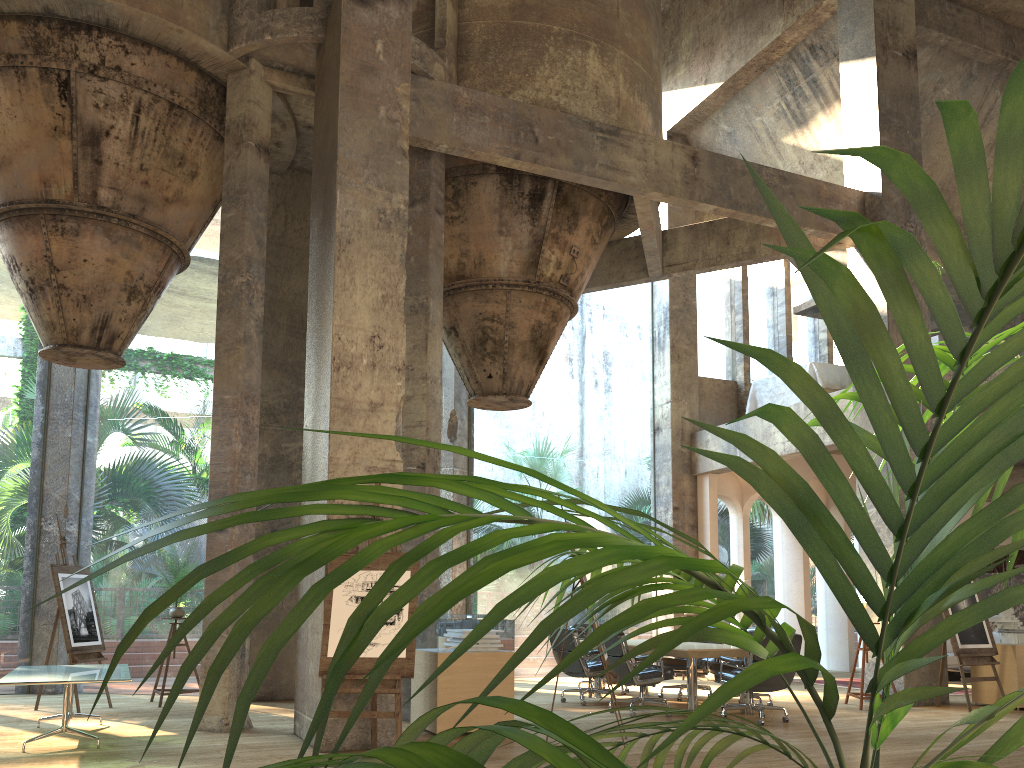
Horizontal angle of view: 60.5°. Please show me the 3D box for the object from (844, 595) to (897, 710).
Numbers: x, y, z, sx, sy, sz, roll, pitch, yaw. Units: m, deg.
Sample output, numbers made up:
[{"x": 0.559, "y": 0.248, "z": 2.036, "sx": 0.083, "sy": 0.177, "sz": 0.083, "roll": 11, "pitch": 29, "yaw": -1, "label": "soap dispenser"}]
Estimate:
[{"x": 4.054, "y": 3.098, "z": 10.219, "sx": 0.660, "sy": 1.273, "sz": 0.579, "roll": 4, "pitch": -9, "yaw": -24, "label": "object"}]

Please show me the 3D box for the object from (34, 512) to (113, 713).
[{"x": -4.718, "y": 2.445, "z": 9.445, "sx": 0.685, "sy": 2.107, "sz": 0.714, "roll": 0, "pitch": -7, "yaw": 5, "label": "object"}]

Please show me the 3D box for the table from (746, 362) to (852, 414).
[{"x": 4.578, "y": 0.221, "z": 13.986, "sx": 1.118, "sy": 0.785, "sz": 1.783, "roll": 5, "pitch": -14, "yaw": -23, "label": "table"}]

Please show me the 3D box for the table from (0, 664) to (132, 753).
[{"x": -3.805, "y": 2.748, "z": 7.538, "sx": 0.943, "sy": 0.535, "sz": 1.907, "roll": 6, "pitch": -14, "yaw": -23, "label": "table"}]

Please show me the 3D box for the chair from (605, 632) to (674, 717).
[{"x": 1.351, "y": 3.069, "z": 9.389, "sx": 0.822, "sy": 0.876, "sz": 0.743, "roll": 3, "pitch": -10, "yaw": -17, "label": "chair"}]

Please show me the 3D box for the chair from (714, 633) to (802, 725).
[{"x": 2.425, "y": 2.936, "z": 8.832, "sx": 0.733, "sy": 0.876, "sz": 0.834, "roll": 5, "pitch": -11, "yaw": -27, "label": "chair"}]

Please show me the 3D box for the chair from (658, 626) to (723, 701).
[{"x": 2.220, "y": 3.474, "z": 10.989, "sx": 0.735, "sy": 0.876, "sz": 0.831, "roll": -8, "pitch": -13, "yaw": 39, "label": "chair"}]

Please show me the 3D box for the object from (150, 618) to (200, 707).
[{"x": -3.792, "y": 3.182, "z": 10.120, "sx": 0.574, "sy": 0.954, "sz": 0.668, "roll": 5, "pitch": -10, "yaw": -30, "label": "object"}]

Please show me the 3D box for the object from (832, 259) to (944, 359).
[{"x": 5.300, "y": -0.719, "z": 12.239, "sx": 1.359, "sy": 1.775, "sz": 1.427, "roll": 3, "pitch": -10, "yaw": -18, "label": "object"}]

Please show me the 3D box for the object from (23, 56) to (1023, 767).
[{"x": 0.252, "y": 0.571, "z": 0.548, "sx": 1.136, "sy": 1.430, "sz": 1.107, "roll": 7, "pitch": -11, "yaw": -33, "label": "object"}]

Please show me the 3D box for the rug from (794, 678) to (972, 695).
[{"x": 5.355, "y": 4.334, "z": 12.594, "sx": 1.349, "sy": 0.009, "sz": 2.511, "roll": 6, "pitch": -15, "yaw": -23, "label": "rug"}]

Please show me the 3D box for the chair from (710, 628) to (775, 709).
[{"x": 2.662, "y": 3.250, "z": 10.084, "sx": 0.825, "sy": 0.876, "sz": 0.741, "roll": 6, "pitch": -11, "yaw": -30, "label": "chair"}]

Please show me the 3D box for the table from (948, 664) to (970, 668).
[{"x": 7.059, "y": 4.425, "z": 13.378, "sx": 0.371, "sy": 0.241, "sz": 0.876, "roll": 5, "pitch": -14, "yaw": -23, "label": "table"}]

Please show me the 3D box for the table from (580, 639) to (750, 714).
[{"x": 1.799, "y": 3.378, "z": 10.236, "sx": 1.107, "sy": 0.685, "sz": 2.457, "roll": 6, "pitch": -14, "yaw": -23, "label": "table"}]

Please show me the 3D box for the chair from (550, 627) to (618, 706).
[{"x": 0.895, "y": 3.320, "z": 10.402, "sx": 0.824, "sy": 0.876, "sz": 0.742, "roll": 5, "pitch": -11, "yaw": -23, "label": "chair"}]

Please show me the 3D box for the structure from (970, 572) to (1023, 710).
[{"x": 5.877, "y": 2.995, "z": 10.303, "sx": 0.746, "sy": 1.519, "sz": 0.603, "roll": 4, "pitch": -8, "yaw": -24, "label": "structure"}]

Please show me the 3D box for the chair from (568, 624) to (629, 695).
[{"x": 1.192, "y": 3.621, "z": 11.599, "sx": 0.733, "sy": 0.876, "sz": 0.834, "roll": 6, "pitch": -12, "yaw": -29, "label": "chair"}]

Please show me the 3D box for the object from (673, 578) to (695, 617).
[{"x": 2.738, "y": 3.223, "z": 13.946, "sx": 0.864, "sy": 0.922, "sz": 0.697, "roll": 7, "pitch": -11, "yaw": -33, "label": "object"}]

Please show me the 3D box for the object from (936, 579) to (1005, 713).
[{"x": 5.073, "y": 2.629, "z": 9.953, "sx": 0.704, "sy": 2.107, "sz": 0.694, "roll": 4, "pitch": -8, "yaw": -25, "label": "object"}]

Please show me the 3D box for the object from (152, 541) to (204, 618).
[{"x": -3.787, "y": 2.240, "z": 10.167, "sx": 0.859, "sy": 0.923, "sz": 0.702, "roll": 1, "pitch": -9, "yaw": -3, "label": "object"}]

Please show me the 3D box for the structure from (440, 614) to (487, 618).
[{"x": -0.666, "y": 3.587, "z": 11.754, "sx": 0.746, "sy": 0.996, "sz": 0.747, "roll": 4, "pitch": -10, "yaw": -24, "label": "structure"}]

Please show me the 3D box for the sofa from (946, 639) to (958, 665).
[{"x": 7.730, "y": 4.432, "z": 14.359, "sx": 2.935, "sy": 0.708, "sz": 2.104, "roll": 6, "pitch": -15, "yaw": -24, "label": "sofa"}]

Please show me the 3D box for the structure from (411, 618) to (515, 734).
[{"x": -0.465, "y": 2.680, "z": 8.123, "sx": 0.738, "sy": 0.996, "sz": 0.756, "roll": 4, "pitch": -10, "yaw": -24, "label": "structure"}]

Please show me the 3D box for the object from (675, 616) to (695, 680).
[{"x": 2.763, "y": 4.136, "z": 13.784, "sx": 0.661, "sy": 0.954, "sz": 0.579, "roll": -5, "pitch": -10, "yaw": 30, "label": "object"}]

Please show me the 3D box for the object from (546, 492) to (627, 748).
[{"x": 0.627, "y": 1.982, "z": 7.469, "sx": 0.685, "sy": 2.107, "sz": 0.714, "roll": -1, "pitch": -7, "yaw": 8, "label": "object"}]

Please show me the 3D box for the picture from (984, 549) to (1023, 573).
[{"x": 9.927, "y": 4.204, "z": 17.665, "sx": 1.507, "sy": 1.739, "sz": 0.070, "roll": 5, "pitch": -8, "yaw": -24, "label": "picture"}]

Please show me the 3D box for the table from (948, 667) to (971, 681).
[{"x": 7.396, "y": 4.485, "z": 13.525, "sx": 1.113, "sy": 0.199, "sz": 0.805, "roll": 6, "pitch": -15, "yaw": -24, "label": "table"}]

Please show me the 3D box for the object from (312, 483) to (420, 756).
[{"x": -1.054, "y": 1.757, "z": 6.606, "sx": 0.702, "sy": 2.107, "sz": 0.696, "roll": 0, "pitch": -7, "yaw": 2, "label": "object"}]

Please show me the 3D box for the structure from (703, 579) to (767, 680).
[{"x": 3.433, "y": 3.777, "z": 13.488, "sx": 0.746, "sy": 1.519, "sz": 0.603, "roll": 4, "pitch": -8, "yaw": -24, "label": "structure"}]
